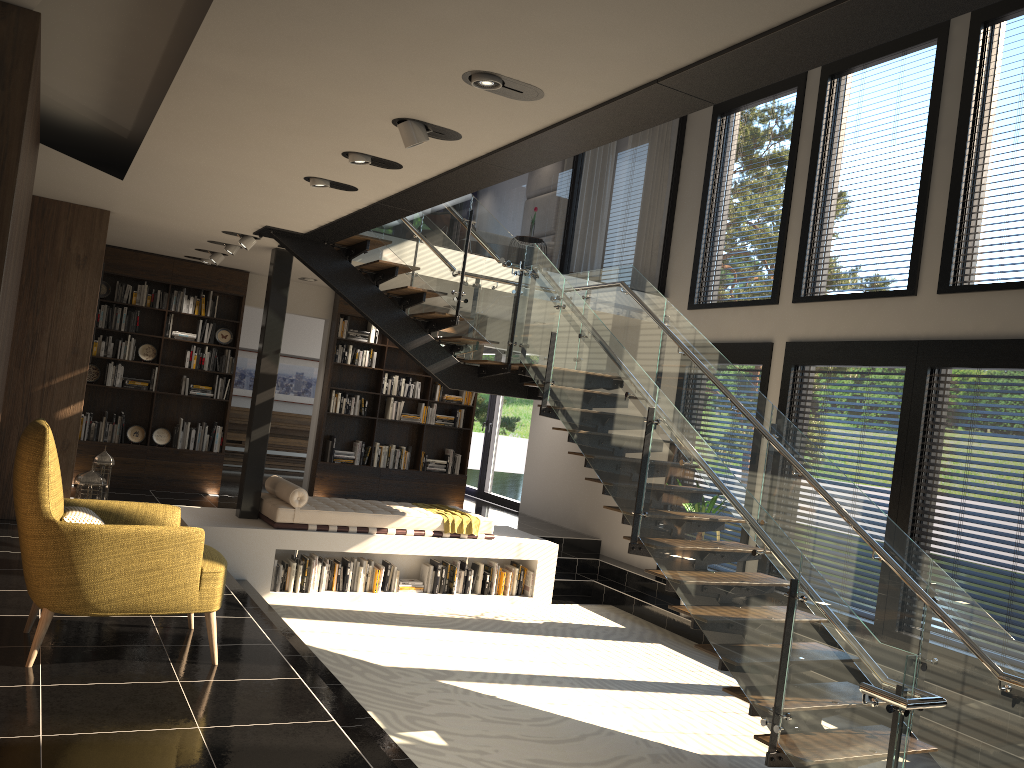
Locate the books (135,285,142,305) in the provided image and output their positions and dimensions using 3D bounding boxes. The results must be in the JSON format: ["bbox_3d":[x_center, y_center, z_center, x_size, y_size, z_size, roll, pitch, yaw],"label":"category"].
[{"bbox_3d":[-4.269,-1.009,10.120,0.039,0.230,0.205,8,-2,-28],"label":"books"}]

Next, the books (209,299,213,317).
[{"bbox_3d":[-3.602,-0.900,10.550,0.037,0.218,0.144,8,-1,-28],"label":"books"}]

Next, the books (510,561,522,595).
[{"bbox_3d":[0.020,2.059,9.423,0.042,0.328,0.205,8,-1,-28],"label":"books"}]

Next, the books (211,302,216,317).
[{"bbox_3d":[-3.564,-0.879,10.542,0.027,0.186,0.220,8,-2,-28],"label":"books"}]

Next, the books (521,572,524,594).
[{"bbox_3d":[0.068,2.103,9.453,0.019,0.255,0.180,8,-1,-28],"label":"books"}]

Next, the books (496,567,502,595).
[{"bbox_3d":[-0.169,2.053,9.316,0.025,0.285,0.164,8,-1,-28],"label":"books"}]

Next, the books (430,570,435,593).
[{"bbox_3d":[-0.838,1.984,8.975,0.027,0.226,0.165,8,-1,-28],"label":"books"}]

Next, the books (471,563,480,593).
[{"bbox_3d":[-0.412,2.013,9.207,0.066,0.293,0.142,8,-1,-28],"label":"books"}]

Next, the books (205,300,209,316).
[{"bbox_3d":[-3.631,-0.895,10.506,0.021,0.197,0.200,8,-2,-28],"label":"books"}]

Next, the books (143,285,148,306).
[{"bbox_3d":[-4.215,-1.008,10.163,0.020,0.245,0.228,8,-2,-28],"label":"books"}]

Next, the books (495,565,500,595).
[{"bbox_3d":[-0.189,2.041,9.308,0.021,0.302,0.167,8,-1,-28],"label":"books"}]

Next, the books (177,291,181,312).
[{"bbox_3d":[-3.897,-0.957,10.319,0.013,0.239,0.255,8,-2,-28],"label":"books"}]

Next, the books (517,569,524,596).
[{"bbox_3d":[0.053,2.092,9.430,0.030,0.273,0.185,8,-1,-28],"label":"books"}]

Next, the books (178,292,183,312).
[{"bbox_3d":[-3.885,-0.956,10.348,0.035,0.241,0.208,8,-2,-28],"label":"books"}]

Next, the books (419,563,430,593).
[{"bbox_3d":[-0.890,1.958,8.959,0.026,0.263,0.156,8,-1,-28],"label":"books"}]

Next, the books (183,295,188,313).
[{"bbox_3d":[-3.845,-0.932,10.397,0.027,0.207,0.203,8,-2,-28],"label":"books"}]

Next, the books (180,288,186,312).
[{"bbox_3d":[-3.842,-0.969,10.320,0.011,0.276,0.287,8,-2,-28],"label":"books"}]

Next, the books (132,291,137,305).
[{"bbox_3d":[-4.315,-0.977,10.118,0.035,0.156,0.186,8,-2,-28],"label":"books"}]

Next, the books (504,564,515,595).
[{"bbox_3d":[-0.045,2.072,9.395,0.039,0.284,0.199,8,-1,-28],"label":"books"}]

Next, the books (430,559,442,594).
[{"bbox_3d":[-0.788,1.945,8.968,0.043,0.316,0.209,8,-1,-28],"label":"books"}]

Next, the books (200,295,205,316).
[{"bbox_3d":[-3.670,-0.926,10.496,0.064,0.247,0.209,8,-2,-28],"label":"books"}]

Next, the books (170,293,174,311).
[{"bbox_3d":[-3.961,-0.949,10.300,0.021,0.204,0.224,8,-2,-28],"label":"books"}]

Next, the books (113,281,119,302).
[{"bbox_3d":[-4.483,-1.041,10.035,0.017,0.234,0.199,8,-2,-28],"label":"books"}]

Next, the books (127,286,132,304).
[{"bbox_3d":[-4.360,-1.012,10.104,0.014,0.212,0.184,8,-2,-28],"label":"books"}]

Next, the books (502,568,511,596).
[{"bbox_3d":[-0.078,2.085,9.341,0.024,0.246,0.211,8,-2,-28],"label":"books"}]

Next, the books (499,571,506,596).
[{"bbox_3d":[-0.138,2.075,9.307,0.025,0.249,0.208,8,-2,-28],"label":"books"}]

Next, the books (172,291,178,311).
[{"bbox_3d":[-3.941,-0.962,10.323,0.033,0.237,0.231,8,-2,-28],"label":"books"}]

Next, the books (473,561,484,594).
[{"bbox_3d":[-0.364,2.010,9.217,0.027,0.312,0.189,8,-1,-28],"label":"books"}]

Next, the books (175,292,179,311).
[{"bbox_3d":[-3.911,-0.955,10.317,0.014,0.231,0.280,8,-2,-28],"label":"books"}]

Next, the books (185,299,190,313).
[{"bbox_3d":[-3.819,-0.910,10.408,0.034,0.171,0.158,8,-2,-28],"label":"books"}]

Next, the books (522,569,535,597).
[{"bbox_3d":[0.146,2.109,9.459,0.037,0.264,0.272,8,-2,-28],"label":"books"}]

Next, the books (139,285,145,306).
[{"bbox_3d":[-4.235,-1.008,10.125,0.025,0.239,0.220,8,-2,-28],"label":"books"}]

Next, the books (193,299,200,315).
[{"bbox_3d":[-3.729,-0.906,10.467,0.029,0.190,0.177,8,-2,-28],"label":"books"}]

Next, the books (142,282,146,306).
[{"bbox_3d":[-4.215,-1.025,10.134,0.012,0.278,0.227,8,-2,-28],"label":"books"}]

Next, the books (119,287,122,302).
[{"bbox_3d":[-4.454,-1.010,10.062,0.020,0.180,0.153,8,-2,-28],"label":"books"}]

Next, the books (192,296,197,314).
[{"bbox_3d":[-3.758,-0.927,10.452,0.042,0.223,0.163,8,-1,-28],"label":"books"}]

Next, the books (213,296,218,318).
[{"bbox_3d":[-3.531,-0.914,10.532,0.013,0.262,0.217,8,-2,-28],"label":"books"}]

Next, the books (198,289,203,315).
[{"bbox_3d":[-3.682,-0.958,10.441,0.015,0.303,0.251,8,-2,-28],"label":"books"}]

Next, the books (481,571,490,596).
[{"bbox_3d":[-0.308,2.060,9.229,0.032,0.229,0.228,8,-2,-28],"label":"books"}]

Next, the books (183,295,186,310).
[{"bbox_3d":[-3.856,-0.939,10.372,0.019,0.216,0.214,8,-2,-28],"label":"books"}]

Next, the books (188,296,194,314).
[{"bbox_3d":[-3.785,-0.925,10.420,0.034,0.211,0.205,8,-2,-28],"label":"books"}]

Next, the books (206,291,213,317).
[{"bbox_3d":[-3.590,-0.943,10.484,0.017,0.302,0.266,8,-2,-28],"label":"books"}]

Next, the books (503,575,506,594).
[{"bbox_3d":[-0.115,2.096,9.359,0.022,0.216,0.137,8,-1,-28],"label":"books"}]

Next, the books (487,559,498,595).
[{"bbox_3d":[-0.222,2.019,9.274,0.028,0.334,0.205,8,-1,-28],"label":"books"}]

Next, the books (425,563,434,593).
[{"bbox_3d":[-0.852,1.958,8.948,0.030,0.273,0.168,8,-1,-28],"label":"books"}]

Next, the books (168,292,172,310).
[{"bbox_3d":[-4.001,-0.958,10.330,0.023,0.213,0.194,8,-2,-28],"label":"books"}]

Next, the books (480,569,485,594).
[{"bbox_3d":[-0.348,2.041,9.242,0.030,0.256,0.160,8,-1,-28],"label":"books"}]

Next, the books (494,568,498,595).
[{"bbox_3d":[-0.208,2.048,9.294,0.023,0.283,0.175,8,-1,-28],"label":"books"}]

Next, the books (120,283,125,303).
[{"bbox_3d":[-4.421,-1.027,10.055,0.026,0.222,0.202,8,-2,-28],"label":"books"}]

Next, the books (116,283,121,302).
[{"bbox_3d":[-4.449,-1.028,10.011,0.024,0.216,0.210,8,-2,-28],"label":"books"}]

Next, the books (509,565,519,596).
[{"bbox_3d":[-0.007,2.077,9.394,0.028,0.285,0.210,8,-1,-28],"label":"books"}]

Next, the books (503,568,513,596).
[{"bbox_3d":[-0.061,2.087,9.357,0.021,0.248,0.197,8,-1,-28],"label":"books"}]

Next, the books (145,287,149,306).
[{"bbox_3d":[-4.203,-1.000,10.181,0.020,0.235,0.206,8,-2,-28],"label":"books"}]

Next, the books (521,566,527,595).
[{"bbox_3d":[0.095,2.091,9.473,0.043,0.287,0.147,8,-1,-28],"label":"books"}]

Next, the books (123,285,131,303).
[{"bbox_3d":[-4.388,-1.018,10.082,0.059,0.216,0.159,8,-1,-28],"label":"books"}]

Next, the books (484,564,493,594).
[{"bbox_3d":[-0.265,2.040,9.290,0.027,0.284,0.177,8,-1,-28],"label":"books"}]

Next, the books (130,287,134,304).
[{"bbox_3d":[-4.351,-1.005,10.129,0.025,0.203,0.156,8,-1,-28],"label":"books"}]
